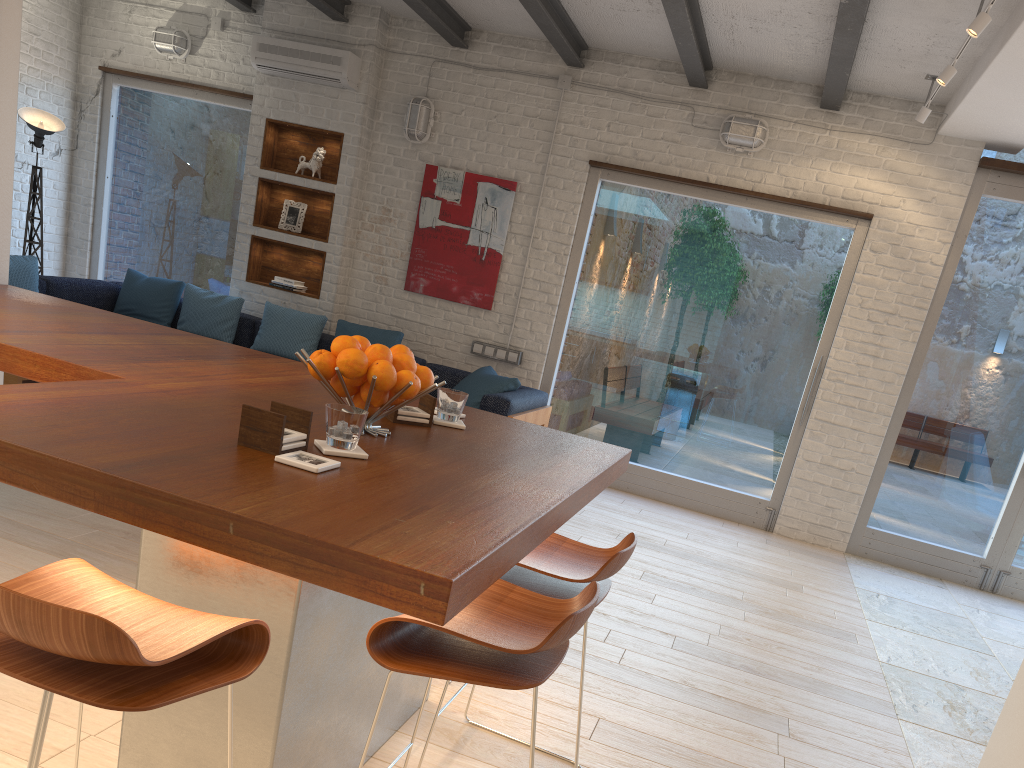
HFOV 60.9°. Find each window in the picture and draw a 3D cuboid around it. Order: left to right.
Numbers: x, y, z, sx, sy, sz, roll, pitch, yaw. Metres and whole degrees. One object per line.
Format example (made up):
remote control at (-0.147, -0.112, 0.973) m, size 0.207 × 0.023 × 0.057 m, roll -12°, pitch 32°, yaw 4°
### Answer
window at (2.594, -2.044, 6.003) m, size 12.206 × 6.677 × 0.624 m, roll 15°, pitch 16°, yaw 13°

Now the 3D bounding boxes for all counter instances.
counter at (-1.113, 0.403, 2.441) m, size 2.470 × 0.956 × 1.645 m, roll 15°, pitch 9°, yaw 14°

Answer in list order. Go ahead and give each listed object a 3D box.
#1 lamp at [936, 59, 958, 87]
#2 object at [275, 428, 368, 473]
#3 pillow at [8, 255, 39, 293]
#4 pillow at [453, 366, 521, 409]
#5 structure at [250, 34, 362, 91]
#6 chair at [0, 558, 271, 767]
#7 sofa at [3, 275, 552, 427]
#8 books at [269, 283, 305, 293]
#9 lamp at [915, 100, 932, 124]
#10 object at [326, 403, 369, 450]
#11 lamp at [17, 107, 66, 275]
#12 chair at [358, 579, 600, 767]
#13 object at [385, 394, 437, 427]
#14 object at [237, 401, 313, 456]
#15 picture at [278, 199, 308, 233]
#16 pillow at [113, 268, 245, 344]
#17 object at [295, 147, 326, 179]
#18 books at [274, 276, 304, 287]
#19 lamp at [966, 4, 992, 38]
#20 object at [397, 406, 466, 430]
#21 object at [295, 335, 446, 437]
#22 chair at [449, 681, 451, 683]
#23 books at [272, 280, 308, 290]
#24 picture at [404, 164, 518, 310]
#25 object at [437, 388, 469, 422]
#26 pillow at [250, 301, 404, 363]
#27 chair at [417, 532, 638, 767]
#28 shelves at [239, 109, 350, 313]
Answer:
lamp at (2.184, -1.560, 4.372) m, size 0.085 × 0.125 × 0.059 m, roll 16°, pitch 14°, yaw 15°
object at (-0.422, 0.124, 1.809) m, size 0.203 × 0.036 × 0.280 m, roll 15°, pitch 7°, yaw 15°
pillow at (-3.490, -0.705, 6.032) m, size 0.221 × 0.423 × 0.541 m, roll 16°, pitch 10°, yaw 14°
pillow at (-0.205, 0.053, 6.320) m, size 0.380 × 0.340 × 0.539 m, roll 8°, pitch 10°, yaw -25°
structure at (-1.549, -2.409, 6.536) m, size 0.806 × 0.229 × 0.194 m, roll 14°, pitch 12°, yaw 13°
chair at (-0.747, 0.670, 1.536) m, size 0.400 × 0.804 × 0.410 m, roll 16°, pitch 14°, yaw 14°
sofa at (-1.875, -0.058, 6.164) m, size 3.908 × 0.686 × 2.030 m, roll 14°, pitch 7°, yaw 13°
books at (-1.838, -0.788, 7.138) m, size 0.247 × 0.018 × 0.160 m, roll 16°, pitch 7°, yaw 23°
lamp at (2.410, -1.586, 5.102) m, size 0.060 × 0.134 × 0.083 m, roll 6°, pitch 15°, yaw -25°
object at (-0.359, 0.094, 1.861) m, size 0.090 × 0.088 × 0.088 m, roll 15°, pitch 11°, yaw 11°
lamp at (-3.591, -1.173, 7.054) m, size 0.876 × 1.915 × 0.480 m, roll 9°, pitch 15°, yaw -13°
chair at (-0.085, 0.776, 1.941) m, size 0.418 × 0.804 × 0.392 m, roll 16°, pitch 14°, yaw 14°
object at (-0.285, 0.063, 2.407) m, size 0.115 × 0.085 × 0.090 m, roll 7°, pitch 12°, yaw -30°
object at (-0.481, 0.089, 1.776) m, size 0.093 × 0.085 × 0.112 m, roll 15°, pitch 10°, yaw 14°
picture at (-1.766, -1.352, 7.045) m, size 0.193 × 0.254 × 0.098 m, roll 13°, pitch 14°, yaw 4°
pillow at (-2.686, -0.623, 7.013) m, size 1.096 × 0.416 × 0.236 m, roll 14°, pitch 13°, yaw 12°
object at (-1.586, -1.758, 6.888) m, size 0.212 × 0.252 × 0.109 m, roll 17°, pitch 15°, yaw 21°
books at (-1.819, -0.839, 7.131) m, size 0.202 × 0.035 × 0.130 m, roll 16°, pitch 8°, yaw 23°
lamp at (1.973, -1.524, 3.677) m, size 0.085 × 0.134 × 0.059 m, roll 16°, pitch 14°, yaw 15°
object at (-0.214, 0.090, 2.525) m, size 0.195 × 0.036 × 0.388 m, roll 15°, pitch 7°, yaw 19°
object at (-0.353, 0.004, 2.131) m, size 0.366 × 0.230 × 0.350 m, roll 9°, pitch 10°, yaw -20°
chair at (-0.266, 0.600, 3.129) m, size 0.400 × 0.804 × 0.410 m, roll 16°, pitch 14°, yaw 14°
books at (-1.818, -0.811, 7.135) m, size 0.233 × 0.019 × 0.167 m, roll 15°, pitch 7°, yaw 16°
picture at (-0.410, -1.132, 6.748) m, size 0.736 × 0.997 × 0.018 m, roll 15°, pitch 16°, yaw 12°
object at (-0.177, 0.063, 2.503) m, size 0.089 × 0.088 × 0.090 m, roll 19°, pitch 12°, yaw 29°
pillow at (-1.421, -0.322, 6.698) m, size 1.199 × 0.435 × 0.247 m, roll 14°, pitch 13°, yaw 12°
chair at (0.066, 0.753, 2.444) m, size 0.418 × 0.804 × 0.392 m, roll 16°, pitch 14°, yaw 14°
shelves at (-1.717, -1.361, 7.019) m, size 0.761 × 1.482 × 0.185 m, roll 15°, pitch 16°, yaw 13°
